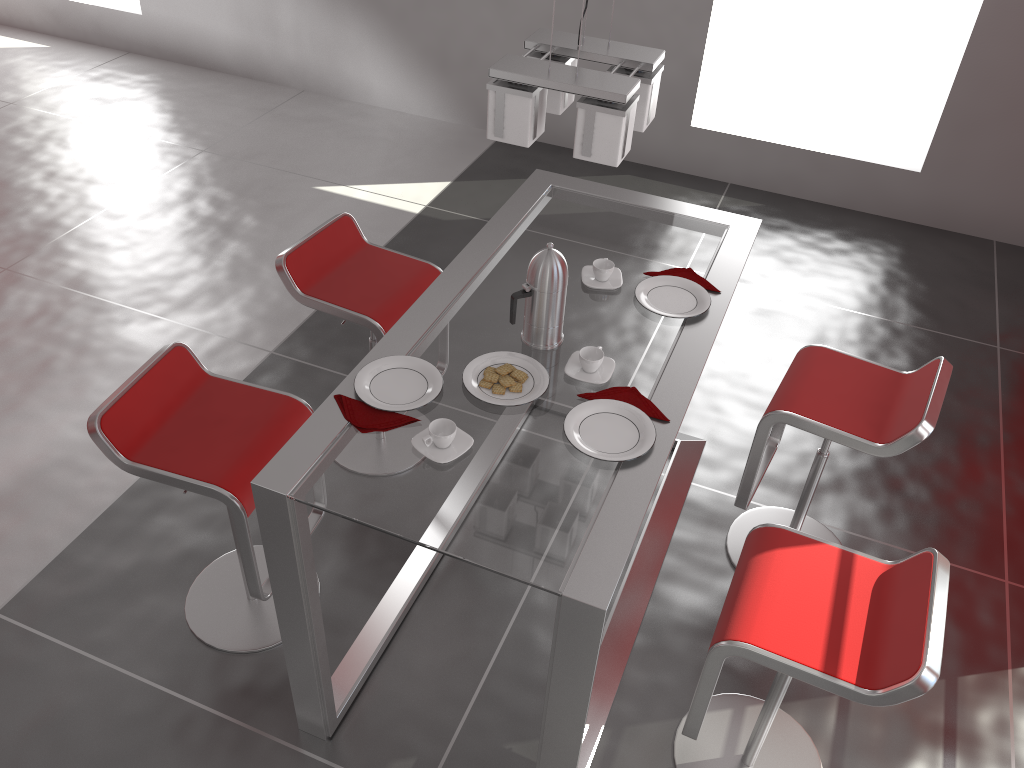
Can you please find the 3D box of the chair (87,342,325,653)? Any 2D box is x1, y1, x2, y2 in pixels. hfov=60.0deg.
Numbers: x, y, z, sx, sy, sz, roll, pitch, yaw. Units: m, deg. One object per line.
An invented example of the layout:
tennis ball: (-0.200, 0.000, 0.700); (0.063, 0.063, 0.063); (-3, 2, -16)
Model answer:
chair: (-0.835, 0.354, 2.602); (0.460, 0.857, 0.418); (13, 40, 12)

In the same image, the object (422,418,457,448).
object: (-0.159, 0.120, 1.986); (0.062, 0.049, 0.078); (16, 41, 15)

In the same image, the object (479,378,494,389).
object: (-0.062, -0.002, 2.183); (0.034, 0.006, 0.036); (17, 41, 15)

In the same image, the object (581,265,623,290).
object: (0.261, -0.307, 2.579); (0.119, 0.016, 0.119); (4, 39, 0)

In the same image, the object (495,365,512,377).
object: (-0.022, -0.034, 2.216); (0.036, 0.006, 0.034); (-30, 50, -34)

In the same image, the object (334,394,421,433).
object: (-0.334, 0.080, 2.062); (0.234, 0.012, 0.095); (17, 41, 16)

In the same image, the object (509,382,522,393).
object: (0.009, 0.008, 2.176); (0.034, 0.006, 0.036); (3, 39, -1)

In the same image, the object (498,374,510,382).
object: (-0.023, -0.015, 2.201); (0.034, 0.006, 0.036); (30, 46, 28)

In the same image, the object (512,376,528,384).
object: (0.019, -0.016, 2.206); (0.036, 0.006, 0.034); (19, 42, 19)

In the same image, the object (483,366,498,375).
object: (-0.052, -0.030, 2.218); (0.034, 0.006, 0.036); (16, 41, 15)

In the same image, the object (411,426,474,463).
object: (-0.157, 0.134, 2.007); (0.119, 0.016, 0.119); (31, 47, 30)

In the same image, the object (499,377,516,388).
object: (-0.011, -0.005, 2.181); (0.036, 0.006, 0.034); (-19, 44, -25)

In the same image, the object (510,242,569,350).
object: (0.078, -0.226, 2.250); (0.113, 0.287, 0.149); (22, 43, 21)

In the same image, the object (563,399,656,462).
object: (0.227, 0.110, 2.065); (0.217, 0.015, 0.217); (1, 39, -3)

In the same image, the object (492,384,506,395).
object: (-0.032, 0.013, 2.167); (0.034, 0.006, 0.036); (6, 39, 3)

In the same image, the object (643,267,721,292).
object: (0.510, -0.321, 2.617); (0.234, 0.012, 0.095); (16, 41, 14)

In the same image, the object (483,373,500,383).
object: (-0.051, -0.016, 2.192); (0.036, 0.006, 0.034); (9, 39, 6)

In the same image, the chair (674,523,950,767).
chair: (0.707, 0.747, 2.238); (0.460, 0.857, 0.418); (18, 41, 17)

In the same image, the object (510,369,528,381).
object: (0.016, -0.023, 2.205); (0.036, 0.006, 0.034); (25, 44, 24)

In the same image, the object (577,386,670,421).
object: (0.282, 0.033, 2.167); (0.234, 0.012, 0.095); (16, 41, 14)

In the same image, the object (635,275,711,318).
object: (0.455, -0.244, 2.516); (0.217, 0.015, 0.217); (-30, 50, -34)

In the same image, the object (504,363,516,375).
object: (-0.010, -0.038, 2.231); (0.036, 0.006, 0.034); (33, 47, 31)

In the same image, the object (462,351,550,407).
object: (-0.015, -0.010, 2.194); (0.217, 0.015, 0.217); (-18, 44, -25)

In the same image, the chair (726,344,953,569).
chair: (1.003, 0.270, 2.845); (0.460, 0.857, 0.418); (22, 43, 21)

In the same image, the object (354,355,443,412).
object: (-0.275, 0.001, 2.160); (0.217, 0.015, 0.217); (-19, 44, -25)

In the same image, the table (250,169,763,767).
table: (0.109, 0.221, 2.723); (0.800, 1.000, 1.700); (17, 41, 15)

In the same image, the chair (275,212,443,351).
chair: (-0.513, -0.122, 3.209); (0.460, 0.857, 0.418); (20, 42, 19)

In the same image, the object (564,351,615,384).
object: (0.197, -0.039, 2.246); (0.119, 0.016, 0.119); (15, 41, 14)

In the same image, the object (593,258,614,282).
object: (0.268, -0.329, 2.569); (0.078, 0.049, 0.062); (-31, 50, -35)

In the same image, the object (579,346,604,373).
object: (0.205, -0.059, 2.234); (0.078, 0.049, 0.062); (-16, 43, -23)

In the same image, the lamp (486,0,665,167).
lamp: (0.163, -0.976, 1.680); (0.304, 1.025, 0.304); (17, 41, 15)
